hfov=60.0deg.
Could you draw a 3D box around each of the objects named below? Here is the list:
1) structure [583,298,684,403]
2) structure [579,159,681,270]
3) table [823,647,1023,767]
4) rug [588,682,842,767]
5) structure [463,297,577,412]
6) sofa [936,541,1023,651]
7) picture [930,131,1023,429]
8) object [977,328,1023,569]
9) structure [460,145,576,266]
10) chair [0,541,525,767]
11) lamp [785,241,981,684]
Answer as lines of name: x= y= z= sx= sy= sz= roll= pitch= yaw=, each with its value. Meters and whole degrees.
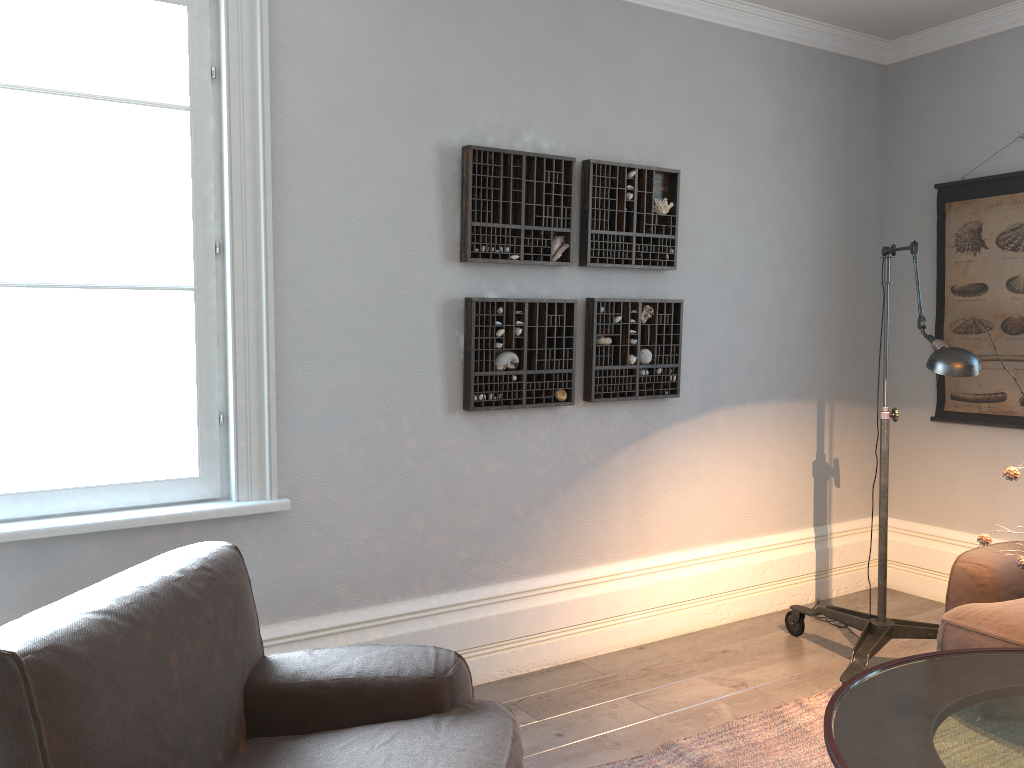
structure: x=0.505 y=-0.143 z=3.640 sx=0.468 sy=0.416 sz=0.086 roll=-2 pitch=4 yaw=-32
structure: x=0.490 y=-0.677 z=3.594 sx=0.468 sy=0.416 sz=0.105 roll=-2 pitch=4 yaw=-32
table: x=1.269 y=0.971 z=1.661 sx=1.300 sy=0.503 sz=1.300 roll=-3 pitch=4 yaw=-39
rug: x=1.316 y=1.165 z=1.665 sx=2.400 sy=0.090 sz=2.819 roll=-2 pitch=4 yaw=-31
structure: x=0.038 y=-0.116 z=3.351 sx=0.468 sy=0.416 sz=0.086 roll=-2 pitch=4 yaw=-32
sofa: x=2.317 y=0.755 z=2.293 sx=0.969 sy=0.824 sz=2.165 roll=-2 pitch=4 yaw=-32
picture: x=2.242 y=-0.457 z=3.932 sx=0.057 sy=1.313 sz=0.793 roll=-2 pitch=4 yaw=-32
object: x=1.265 y=0.198 z=1.497 sx=0.853 sy=1.065 sz=0.525 roll=1 pitch=3 yaw=29
structure: x=0.022 y=-0.658 z=3.332 sx=0.468 sy=0.416 sz=0.099 roll=-2 pitch=4 yaw=-32
chair: x=-0.443 y=0.813 z=1.824 sx=0.970 sy=0.795 sz=0.807 roll=0 pitch=3 yaw=9
lamp: x=1.558 y=0.285 z=3.556 sx=0.797 sy=1.644 sz=1.864 roll=0 pitch=3 yaw=6
